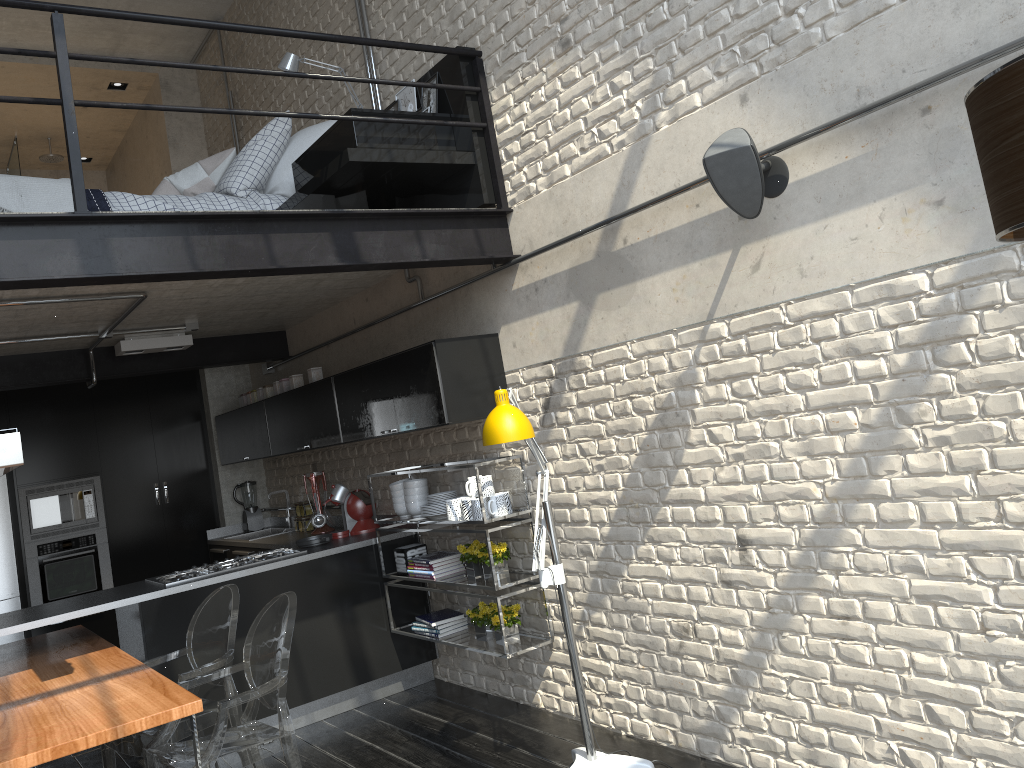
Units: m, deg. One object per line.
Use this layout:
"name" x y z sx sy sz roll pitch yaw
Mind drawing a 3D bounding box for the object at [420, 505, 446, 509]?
"object" -0.376 0.670 4.846 0.250 0.031 0.252 -11 -2 24

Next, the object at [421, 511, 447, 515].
"object" -0.371 0.702 4.843 0.250 0.031 0.252 -11 -2 24

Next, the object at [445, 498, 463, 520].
"object" -0.304 0.655 4.643 0.083 0.101 0.108 -10 -4 0

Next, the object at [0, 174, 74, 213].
"object" -2.872 -0.691 4.910 0.684 0.663 2.496 -7 -3 -34

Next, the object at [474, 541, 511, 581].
"object" -0.087 0.891 4.492 0.183 0.193 0.174 -8 -4 -22

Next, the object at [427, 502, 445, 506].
"object" -0.378 0.656 4.847 0.171 0.030 0.169 -9 -3 -30

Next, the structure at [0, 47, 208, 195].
"structure" -4.553 -1.272 8.663 2.602 2.967 2.767 -7 -5 -35

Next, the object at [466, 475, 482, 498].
"object" -0.197 0.532 4.581 0.109 0.101 0.082 -8 -5 -20

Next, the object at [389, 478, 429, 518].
"object" -0.596 0.667 5.191 0.150 0.218 0.307 -6 -5 -37

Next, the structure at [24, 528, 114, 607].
"structure" -3.555 1.491 7.068 0.583 0.561 0.480 -7 -5 -35

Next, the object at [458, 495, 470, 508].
"object" -0.247 0.648 4.705 0.083 0.101 0.108 -10 -4 0

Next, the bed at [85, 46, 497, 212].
"bed" -2.450 -0.848 5.517 2.705 0.846 4.442 -8 -3 -35

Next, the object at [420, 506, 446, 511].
"object" -0.375 0.678 4.845 0.250 0.031 0.252 -11 -2 24

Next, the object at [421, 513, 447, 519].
"object" -0.370 0.710 4.842 0.250 0.031 0.252 -11 -2 24

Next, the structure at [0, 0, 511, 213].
"structure" -2.713 0.453 4.313 4.801 3.359 3.755 -8 -4 -35

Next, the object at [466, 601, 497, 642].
"object" -0.135 1.229 4.610 0.183 0.193 0.174 -8 -4 -22

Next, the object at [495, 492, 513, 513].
"object" -0.045 0.606 4.521 0.083 0.101 0.108 -10 -4 0

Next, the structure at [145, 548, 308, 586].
"structure" -1.663 1.051 5.161 0.814 0.026 0.497 -8 -3 -35

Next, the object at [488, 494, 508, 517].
"object" -0.080 0.608 4.424 0.109 0.101 0.082 -8 -5 -20

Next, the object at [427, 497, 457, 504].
"object" -0.379 0.647 4.848 0.171 0.030 0.169 -9 -3 -30

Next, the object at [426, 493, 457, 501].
"object" -0.382 0.630 4.850 0.171 0.030 0.169 -9 -3 -30

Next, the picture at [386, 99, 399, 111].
"picture" -0.697 -1.442 5.028 0.046 0.277 0.241 -6 -6 -35

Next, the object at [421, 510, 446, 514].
"object" -0.372 0.694 4.844 0.250 0.031 0.252 -11 -2 24

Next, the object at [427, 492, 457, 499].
"object" -0.384 0.621 4.851 0.171 0.030 0.169 -9 -3 -30

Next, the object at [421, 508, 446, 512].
"object" -0.374 0.686 4.845 0.250 0.031 0.252 -11 -2 24

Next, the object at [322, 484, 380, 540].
"object" -1.036 0.803 5.731 0.218 0.343 0.351 -14 -5 39

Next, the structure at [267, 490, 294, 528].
"structure" -1.874 1.016 7.134 0.177 0.312 0.088 -6 -6 -35

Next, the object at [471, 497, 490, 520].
"object" -0.152 0.620 4.416 0.109 0.101 0.082 -6 -6 -45

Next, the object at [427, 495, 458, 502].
"object" -0.381 0.639 4.849 0.171 0.030 0.169 -9 -3 -30

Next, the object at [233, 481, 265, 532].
"object" -2.233 1.035 7.483 0.224 0.425 0.160 -6 -6 -35

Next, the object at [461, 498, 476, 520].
"object" -0.214 0.635 4.510 0.083 0.101 0.108 -10 -4 0

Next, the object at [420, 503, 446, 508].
"object" -0.378 0.662 4.847 0.250 0.031 0.252 -11 -2 24

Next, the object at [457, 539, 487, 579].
"object" -0.193 0.915 4.646 0.175 0.193 0.181 -9 -4 -12

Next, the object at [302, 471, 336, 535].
"object" -1.379 0.839 6.267 0.211 0.429 0.200 -8 -5 -20

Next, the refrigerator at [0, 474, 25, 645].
"refrigerator" -4.170 1.525 6.699 0.726 1.834 0.494 -6 -7 -34

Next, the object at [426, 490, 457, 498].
"object" -0.385 0.613 4.851 0.171 0.030 0.169 -9 -3 -30

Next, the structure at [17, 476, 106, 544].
"structure" -3.649 1.011 7.132 0.583 0.423 0.444 -8 -4 -35

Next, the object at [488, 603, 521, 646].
"object" -0.030 1.205 4.463 0.175 0.193 0.181 -9 -4 -12

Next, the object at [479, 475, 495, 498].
"object" -0.124 0.515 4.470 0.109 0.101 0.082 -6 -6 -45

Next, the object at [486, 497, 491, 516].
"object" -0.138 0.622 4.520 0.109 0.101 0.082 -8 -5 -20

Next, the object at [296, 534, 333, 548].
"object" -1.217 0.970 5.433 0.227 0.050 0.309 -10 -2 -6

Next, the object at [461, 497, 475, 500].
"object" -0.212 0.637 4.604 0.109 0.101 0.082 -6 -6 -45
